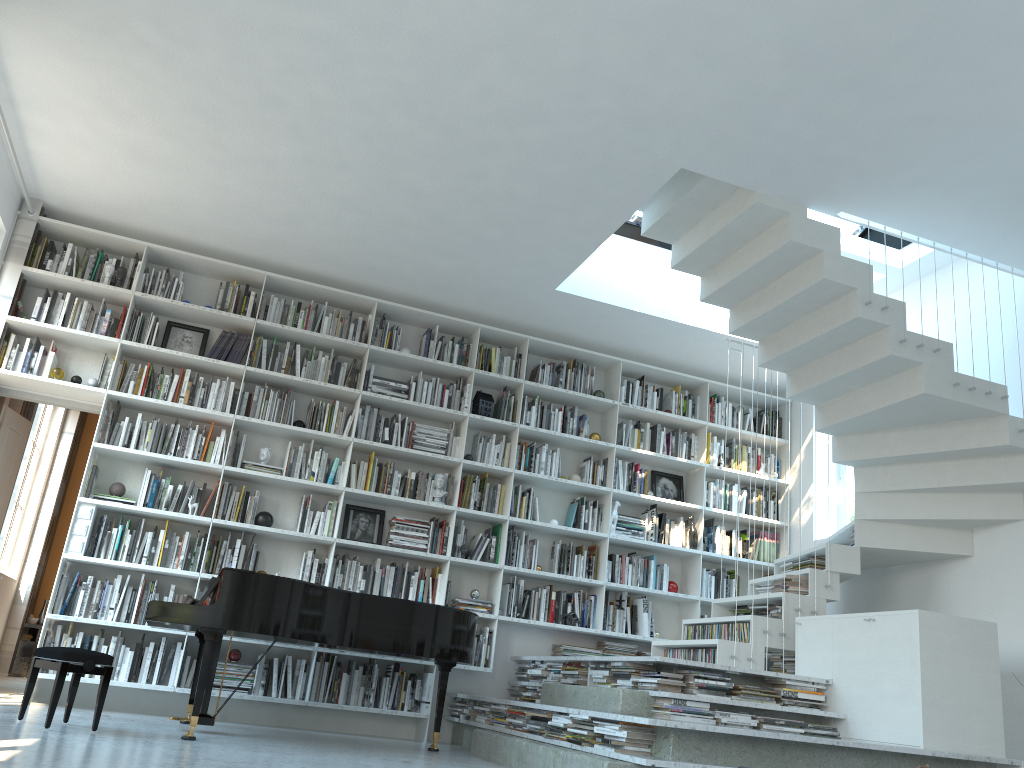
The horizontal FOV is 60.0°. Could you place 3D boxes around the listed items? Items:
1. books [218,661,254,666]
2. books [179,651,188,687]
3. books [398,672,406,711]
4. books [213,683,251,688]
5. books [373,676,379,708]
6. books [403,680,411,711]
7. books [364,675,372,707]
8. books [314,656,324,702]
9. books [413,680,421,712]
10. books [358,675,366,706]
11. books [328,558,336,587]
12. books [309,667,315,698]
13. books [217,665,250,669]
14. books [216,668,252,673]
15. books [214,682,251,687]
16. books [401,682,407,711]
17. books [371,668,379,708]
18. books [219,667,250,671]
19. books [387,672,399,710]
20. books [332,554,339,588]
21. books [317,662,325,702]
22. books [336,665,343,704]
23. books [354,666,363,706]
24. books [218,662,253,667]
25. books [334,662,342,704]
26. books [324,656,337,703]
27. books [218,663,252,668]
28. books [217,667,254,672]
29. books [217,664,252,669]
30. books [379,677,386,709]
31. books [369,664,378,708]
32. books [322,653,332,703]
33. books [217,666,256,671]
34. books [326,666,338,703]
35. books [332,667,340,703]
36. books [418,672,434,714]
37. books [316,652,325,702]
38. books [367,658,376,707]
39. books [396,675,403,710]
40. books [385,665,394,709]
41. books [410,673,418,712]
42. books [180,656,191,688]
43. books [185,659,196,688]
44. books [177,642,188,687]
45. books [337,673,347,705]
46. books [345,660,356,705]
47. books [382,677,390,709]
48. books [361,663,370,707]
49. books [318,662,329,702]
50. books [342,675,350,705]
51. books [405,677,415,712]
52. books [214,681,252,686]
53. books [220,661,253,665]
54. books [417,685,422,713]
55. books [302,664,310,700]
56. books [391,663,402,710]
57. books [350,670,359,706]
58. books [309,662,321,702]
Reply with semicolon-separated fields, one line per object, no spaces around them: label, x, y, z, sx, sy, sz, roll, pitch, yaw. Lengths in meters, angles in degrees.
books;-1.876;1.885;5.978;0.254;0.005;0.161;12;-20;-16
books;-2.176;1.884;5.870;0.012;0.230;0.138;13;-20;-17
books;-0.796;2.175;6.286;0.011;0.257;0.172;13;-20;-17
books;-1.887;2.012;5.926;0.285;0.007;0.160;11;-20;-12
books;-0.956;2.169;6.253;0.040;0.211;0.129;13;-20;-17
books;-0.761;2.209;6.290;0.022;0.204;0.191;13;-20;-17
books;-1.028;2.147;6.213;0.022;0.212;0.167;13;-20;-17
books;-1.346;2.030;6.117;0.014;0.299;0.185;13;-20;-17
books;-0.697;2.216;6.308;0.029;0.217;0.191;13;-20;-17
books;-1.065;2.146;6.209;0.024;0.203;0.145;13;-20;-17
books;-1.304;1.377;6.347;0.029;0.243;0.154;13;-20;-17
books;-1.393;2.058;6.117;0.010;0.237;0.134;13;-20;-17
books;-1.875;1.903;5.963;0.254;0.005;0.161;15;-21;-22
books;-1.884;1.925;5.965;0.254;0.005;0.161;13;-20;-17
books;-1.888;2.007;5.930;0.254;0.007;0.161;14;-21;-21
books;-0.786;2.213;6.290;0.024;0.190;0.155;13;-20;-17
books;-0.980;2.137;6.243;0.024;0.261;0.132;13;-20;-17
books;-1.877;1.914;5.962;0.254;0.005;0.161;11;-20;-13
books;-0.856;2.161;6.253;0.044;0.250;0.187;13;-20;-17
books;-1.281;1.365;6.351;0.011;0.274;0.146;13;-20;-17
books;-1.335;2.063;6.145;0.010;0.258;0.131;13;-20;-17
books;-1.213;2.089;6.175;0.012;0.254;0.151;13;-20;-17
books;-1.087;2.114;6.212;0.028;0.260;0.133;13;-20;-17
books;-1.878;1.891;5.979;0.285;0.005;0.160;13;-20;-17
books;-1.223;2.077;6.174;0.012;0.275;0.155;13;-20;-17
books;-1.271;2.045;6.153;0.034;0.310;0.170;13;-20;-17
books;-1.878;1.895;5.976;0.254;0.005;0.161;13;-20;-17
books;-1.881;1.918;5.959;0.285;0.005;0.160;14;-21;-21
books;-1.879;1.901;5.975;0.254;0.005;0.161;13;-20;-17
books;-0.922;2.169;6.230;0.010;0.205;0.180;13;-20;-17
books;-0.991;2.116;6.228;0.014;0.287;0.185;13;-20;-17
books;-1.290;2.028;6.149;0.012;0.336;0.144;13;-20;-17
books;-1.877;1.909;5.965;0.285;0.005;0.160;14;-20;-20
books;-1.252;2.084;6.160;0.022;0.246;0.144;13;-20;-17
books;-1.235;2.091;6.161;0.012;0.238;0.129;13;-20;-17
books;-0.623;2.188;6.283;0.038;0.268;0.278;13;-20;-17
books;-1.337;2.019;6.143;0.014;0.339;0.140;13;-20;-17
books;-1.001;2.091;6.230;0.014;0.334;0.183;13;-20;-17
books;-0.820;2.184;6.291;0.028;0.238;0.140;13;-20;-17
books;-0.883;2.138;6.261;0.011;0.291;0.184;13;-20;-17
books;-0.717;2.195;6.314;0.013;0.255;0.177;13;-20;-17
books;-2.159;1.902;5.866;0.025;0.197;0.160;13;-20;-17
books;-2.122;1.915;5.869;0.053;0.183;0.148;13;-20;-17
books;-2.183;1.856;5.872;0.012;0.284;0.160;13;-20;-17
books;-1.189;2.110;6.151;0.028;0.205;0.175;13;-20;-17
books;-1.138;2.086;6.198;0.026;0.293;0.155;13;-20;-17
books;-0.905;2.172;6.241;0.029;0.209;0.171;13;-20;-17
books;-1.039;2.108;6.216;0.013;0.284;0.185;13;-20;-17
books;-1.315;2.062;6.142;0.025;0.262;0.145;13;-20;-17
books;-1.173;2.129;6.185;0.030;0.196;0.143;13;-20;-17
books;-0.740;2.207;6.311;0.028;0.227;0.162;13;-20;-17
books;-1.888;2.001;5.937;0.285;0.007;0.160;12;-20;-15
books;-1.872;1.877;5.971;0.285;0.005;0.160;11;-20;-12
books;-0.679;2.242;6.322;0.023;0.181;0.149;13;-20;-17
books;-1.429;2.051;6.110;0.021;0.236;0.116;13;-20;-17
books;-0.827;2.137;6.276;0.013;0.316;0.187;13;-20;-17
books;-1.116;2.120;6.200;0.030;0.234;0.138;13;-20;-17
books;-1.367;2.046;6.104;0.026;0.255;0.184;13;-20;-17
